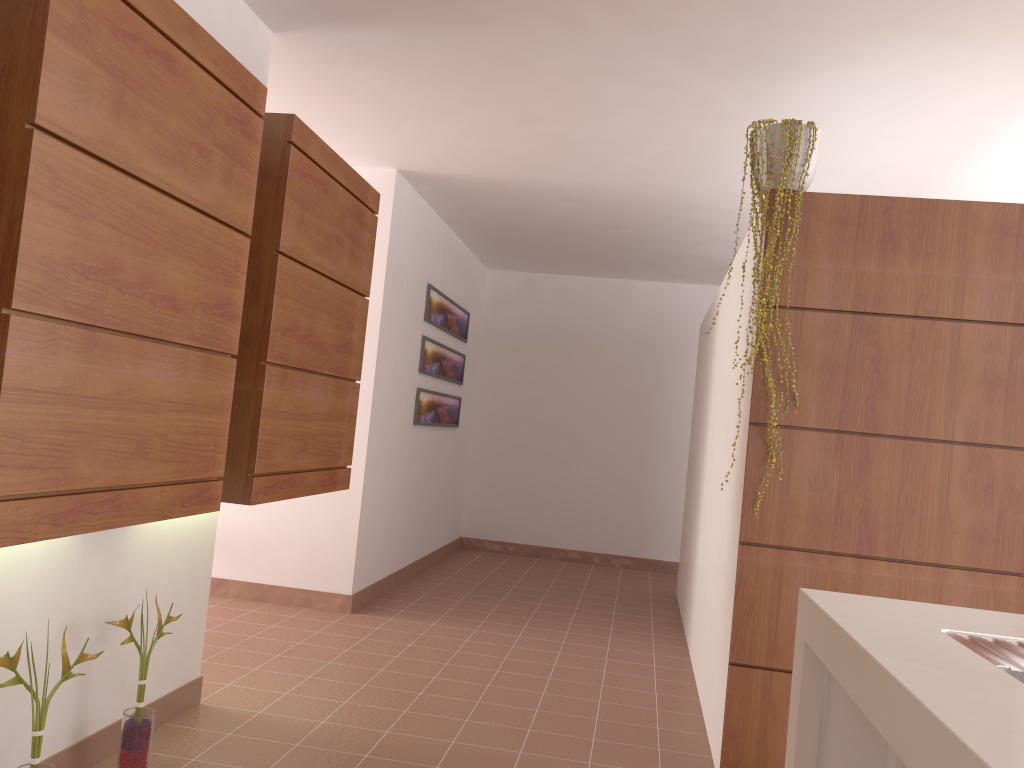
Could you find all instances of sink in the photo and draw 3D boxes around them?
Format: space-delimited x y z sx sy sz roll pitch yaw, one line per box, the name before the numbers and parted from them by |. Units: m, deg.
sink | 0.988 0.473 1.391 0.404 0.368 0.668 5 -3 9

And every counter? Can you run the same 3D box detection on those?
counter | 0.889 0.850 0.956 0.821 0.800 2.156 5 -3 9

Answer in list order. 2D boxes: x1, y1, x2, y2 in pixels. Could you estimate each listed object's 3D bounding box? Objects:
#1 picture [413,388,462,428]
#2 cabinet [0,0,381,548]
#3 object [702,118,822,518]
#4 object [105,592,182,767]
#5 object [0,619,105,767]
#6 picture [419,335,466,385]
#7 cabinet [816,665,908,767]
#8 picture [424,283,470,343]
picture | -0.534 0.191 6.584 0.015 0.248 1.408 5 -3 9
cabinet | -1.306 -0.356 1.304 0.754 1.200 4.718 5 -3 9
object | 0.860 -0.224 3.027 0.297 1.344 0.279 7 -3 -32
object | -1.057 0.862 2.527 0.087 0.546 0.296 5 -3 9
object | -1.119 0.835 2.087 0.087 0.546 0.296 4 -3 24
picture | -0.500 -0.157 6.600 0.015 0.248 1.408 5 -3 9
cabinet | 0.880 0.896 0.898 0.737 0.700 2.048 5 -3 9
picture | -0.466 -0.505 6.617 0.015 0.248 1.408 5 -3 9
